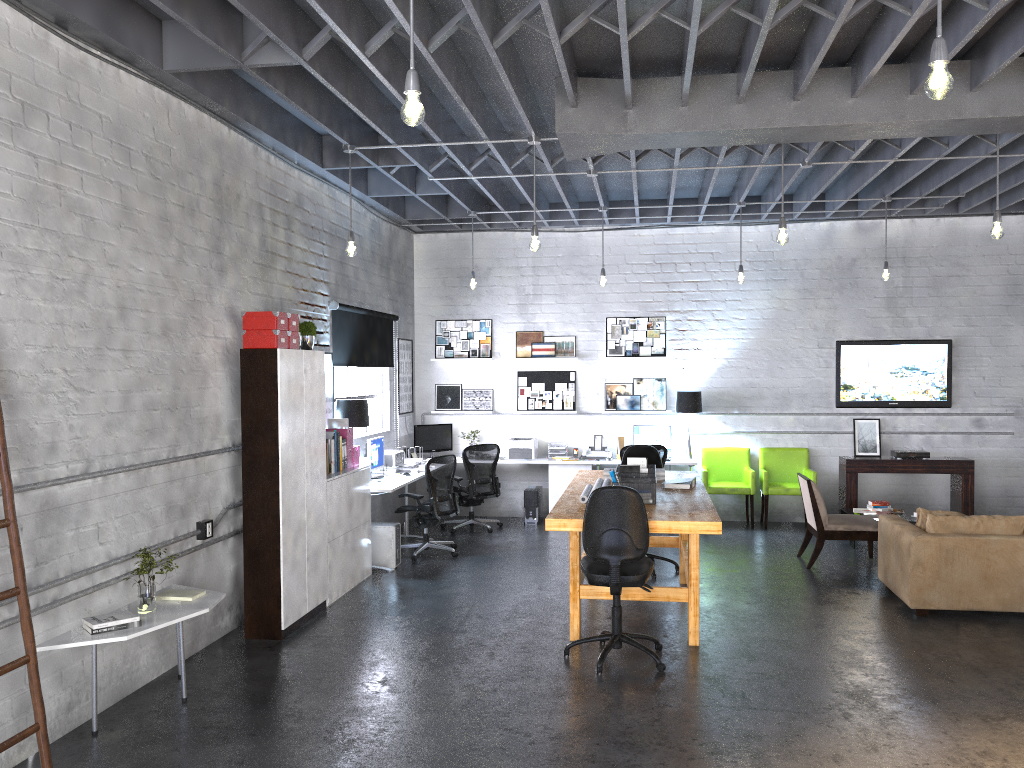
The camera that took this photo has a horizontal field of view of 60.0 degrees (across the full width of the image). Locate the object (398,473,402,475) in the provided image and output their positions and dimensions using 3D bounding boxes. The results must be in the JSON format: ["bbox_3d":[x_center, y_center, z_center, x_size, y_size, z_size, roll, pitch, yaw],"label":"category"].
[{"bbox_3d":[-1.177,0.955,9.420,0.076,0.016,0.017,0,1,-1],"label":"object"}]

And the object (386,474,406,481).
[{"bbox_3d":[-1.187,0.955,9.045,0.181,0.028,0.422,0,1,-1],"label":"object"}]

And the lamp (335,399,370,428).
[{"bbox_3d":[-1.521,0.564,8.462,0.333,0.832,0.333,-1,2,-30],"label":"lamp"}]

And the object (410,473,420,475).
[{"bbox_3d":[-1.041,0.955,9.408,0.119,0.016,0.119,0,1,26],"label":"object"}]

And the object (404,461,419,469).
[{"bbox_3d":[-1.282,0.921,10.144,0.392,0.064,0.259,0,1,9],"label":"object"}]

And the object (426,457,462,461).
[{"bbox_3d":[-0.832,0.924,10.925,0.422,0.028,0.181,-1,1,-31],"label":"object"}]

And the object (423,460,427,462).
[{"bbox_3d":[-1.057,0.936,10.757,0.048,0.012,0.111,-1,1,-11],"label":"object"}]

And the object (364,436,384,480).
[{"bbox_3d":[-1.451,0.761,9.116,0.212,0.417,0.465,0,1,9],"label":"object"}]

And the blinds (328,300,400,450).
[{"bbox_3d":[-1.531,0.005,9.489,0.100,1.633,2.118,0,1,9],"label":"blinds"}]

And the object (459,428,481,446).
[{"bbox_3d":[-0.527,0.749,11.314,0.297,0.363,0.271,-1,2,-36],"label":"object"}]

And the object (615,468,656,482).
[{"bbox_3d":[0.982,0.765,7.042,0.316,0.156,0.306,0,1,9],"label":"object"}]

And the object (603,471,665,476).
[{"bbox_3d":[1.039,0.762,7.547,0.519,0.047,0.046,0,1,7],"label":"object"}]

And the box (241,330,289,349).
[{"bbox_3d":[-1.746,-0.314,6.285,0.270,0.131,0.206,0,1,9],"label":"box"}]

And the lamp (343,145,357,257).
[{"bbox_3d":[-1.290,-1.455,7.087,0.104,0.878,0.104,0,2,9],"label":"lamp"}]

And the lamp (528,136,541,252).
[{"bbox_3d":[0.175,-1.462,6.860,0.104,0.878,0.104,0,2,9],"label":"lamp"}]

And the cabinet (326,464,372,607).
[{"bbox_3d":[-1.621,1.267,7.697,0.465,1.022,1.151,0,1,9],"label":"cabinet"}]

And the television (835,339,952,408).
[{"bbox_3d":[4.565,-0.120,10.615,1.324,0.817,0.021,0,2,8],"label":"television"}]

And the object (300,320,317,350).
[{"bbox_3d":[-1.611,-0.379,6.964,0.169,0.240,0.171,0,2,8],"label":"object"}]

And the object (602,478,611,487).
[{"bbox_3d":[0.701,0.773,6.650,0.057,0.057,0.635,0,1,9],"label":"object"}]

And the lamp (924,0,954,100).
[{"bbox_3d":[1.459,-1.413,3.023,0.104,0.878,0.104,1,2,27],"label":"lamp"}]

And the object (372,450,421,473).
[{"bbox_3d":[-1.249,0.844,9.706,0.485,0.230,0.420,0,1,9],"label":"object"}]

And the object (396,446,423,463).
[{"bbox_3d":[-1.225,0.846,10.477,0.324,0.208,0.233,0,1,9],"label":"object"}]

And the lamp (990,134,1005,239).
[{"bbox_3d":[3.478,-1.477,6.349,0.104,0.878,0.104,-2,2,-37],"label":"lamp"}]

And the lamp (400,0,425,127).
[{"bbox_3d":[-0.374,-1.405,3.307,0.104,0.878,0.104,1,2,27],"label":"lamp"}]

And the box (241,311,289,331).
[{"bbox_3d":[-1.747,-0.443,6.280,0.270,0.131,0.206,0,1,9],"label":"box"}]

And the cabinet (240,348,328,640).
[{"bbox_3d":[-1.686,0.770,6.641,0.291,2.048,0.872,0,2,9],"label":"cabinet"}]

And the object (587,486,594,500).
[{"bbox_3d":[0.617,0.823,6.665,0.058,0.057,0.635,0,1,9],"label":"object"}]

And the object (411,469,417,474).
[{"bbox_3d":[-1.034,0.930,9.410,0.078,0.049,0.062,-1,1,-21],"label":"object"}]

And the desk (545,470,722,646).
[{"bbox_3d":[0.983,1.306,7.047,1.115,0.926,2.831,0,1,9],"label":"desk"}]

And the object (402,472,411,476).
[{"bbox_3d":[-1.118,0.946,9.331,0.114,0.036,0.058,0,1,-1],"label":"object"}]

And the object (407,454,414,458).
[{"bbox_3d":[-1.221,0.872,10.816,0.155,0.141,0.088,0,2,24],"label":"object"}]

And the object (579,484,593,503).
[{"bbox_3d":[0.560,0.823,6.674,0.057,0.058,0.635,0,1,9],"label":"object"}]

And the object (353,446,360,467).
[{"bbox_3d":[-1.527,0.660,8.148,0.214,0.177,0.161,0,1,9],"label":"object"}]

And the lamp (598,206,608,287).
[{"bbox_3d":[1.004,-1.511,9.794,0.104,0.878,0.104,0,2,9],"label":"lamp"}]

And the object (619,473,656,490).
[{"bbox_3d":[0.935,0.770,6.738,0.316,0.156,0.306,0,1,9],"label":"object"}]

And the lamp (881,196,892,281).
[{"bbox_3d":[3.940,-1.525,9.341,0.104,0.878,0.104,-2,2,-37],"label":"lamp"}]

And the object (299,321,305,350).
[{"bbox_3d":[-1.680,-0.377,6.824,0.169,0.240,0.171,-2,2,-42],"label":"object"}]

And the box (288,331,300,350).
[{"bbox_3d":[-1.714,-0.317,6.490,0.270,0.131,0.206,0,1,9],"label":"box"}]

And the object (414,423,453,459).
[{"bbox_3d":[-1.003,0.722,11.208,0.559,0.427,0.147,-2,2,-44],"label":"object"}]

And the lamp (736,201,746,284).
[{"bbox_3d":[2.470,-1.518,9.568,0.104,0.878,0.104,0,2,9],"label":"lamp"}]

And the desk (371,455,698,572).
[{"bbox_3d":[0.262,1.342,9.697,3.574,0.786,3.297,0,1,9],"label":"desk"}]

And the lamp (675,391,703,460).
[{"bbox_3d":[2.157,0.504,10.813,0.333,0.832,0.333,-1,2,-30],"label":"lamp"}]

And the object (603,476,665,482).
[{"bbox_3d":[1.037,0.802,7.533,0.519,0.047,0.047,0,1,9],"label":"object"}]

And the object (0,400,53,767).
[{"bbox_3d":[-2.288,0.779,3.861,0.320,2.122,0.425,0,2,9],"label":"object"}]

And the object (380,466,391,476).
[{"bbox_3d":[-1.341,0.919,9.403,0.082,0.090,0.090,1,2,34],"label":"object"}]

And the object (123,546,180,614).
[{"bbox_3d":[-2.032,1.107,5.001,0.297,0.363,0.271,1,2,44],"label":"object"}]

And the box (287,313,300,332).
[{"bbox_3d":[-1.716,-0.448,6.486,0.268,0.133,0.206,0,1,9],"label":"box"}]

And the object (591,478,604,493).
[{"bbox_3d":[0.645,0.773,6.659,0.057,0.057,0.635,0,1,9],"label":"object"}]

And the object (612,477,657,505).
[{"bbox_3d":[0.888,0.775,6.434,0.316,0.156,0.306,0,1,9],"label":"object"}]

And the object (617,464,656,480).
[{"bbox_3d":[1.028,0.760,7.346,0.316,0.156,0.306,0,1,9],"label":"object"}]

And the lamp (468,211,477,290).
[{"bbox_3d":[-0.443,-1.505,10.018,0.104,0.878,0.104,0,2,9],"label":"lamp"}]

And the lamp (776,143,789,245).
[{"bbox_3d":[2.008,-1.470,6.577,0.104,0.878,0.104,0,2,9],"label":"lamp"}]
